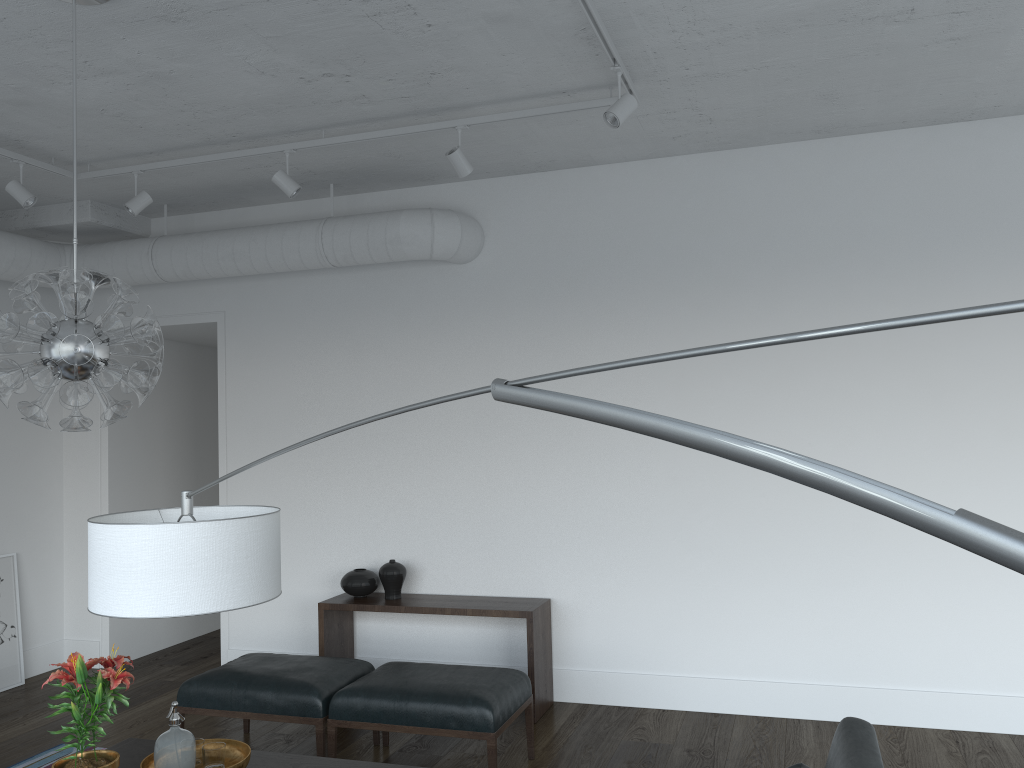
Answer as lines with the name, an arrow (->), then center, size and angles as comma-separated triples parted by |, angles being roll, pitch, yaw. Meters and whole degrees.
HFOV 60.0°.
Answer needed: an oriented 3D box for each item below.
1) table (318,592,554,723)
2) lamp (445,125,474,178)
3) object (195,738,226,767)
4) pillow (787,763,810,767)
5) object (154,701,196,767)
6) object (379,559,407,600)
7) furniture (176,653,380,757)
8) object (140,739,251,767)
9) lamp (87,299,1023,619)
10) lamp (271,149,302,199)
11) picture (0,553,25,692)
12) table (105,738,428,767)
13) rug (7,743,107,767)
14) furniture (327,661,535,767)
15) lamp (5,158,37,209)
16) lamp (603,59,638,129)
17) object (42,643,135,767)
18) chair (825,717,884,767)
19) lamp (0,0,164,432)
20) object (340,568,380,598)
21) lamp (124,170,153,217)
table -> -0.465, 1.616, 5.338 | 1.362, 0.617, 0.375 | -2, -3, 18
lamp -> -0.257, -1.162, 4.377 | 0.100, 0.285, 0.154 | -4, -4, 41
object -> -1.157, 1.393, 3.324 | 0.195, 0.089, 0.085 | -3, -3, 27
pillow -> 0.789, 1.364, 2.618 | 0.246, 0.293, 0.612 | -2, -3, 18
object -> -1.218, 1.292, 3.206 | 0.143, 0.288, 0.143 | -1, -3, -11
object -> -0.736, 1.203, 5.474 | 0.171, 0.236, 0.171 | -3, -3, 23
furniture -> -1.186, 1.667, 4.540 | 0.828, 0.478, 0.584 | -2, -3, 18
object -> -1.159, 1.405, 3.260 | 0.383, 0.068, 0.383 | 0, -3, -29
lamp -> -0.228, 0.856, 1.410 | 0.432, 1.738, 2.162 | 1, -4, -38
lamp -> -1.192, -1.122, 4.682 | 0.154, 0.285, 0.094 | -1, -3, -9
picture -> -3.461, 1.585, 5.753 | 0.093, 0.884, 0.637 | -2, -3, 18
table -> -1.142, 1.617, 2.855 | 1.362, 0.394, 1.306 | -2, -3, 18
rug -> -1.073, 1.821, 2.922 | 3.760, 0.012, 2.735 | -2, -3, 18
furniture -> -0.376, 1.634, 4.278 | 0.827, 0.476, 0.583 | -2, -3, 18
lamp -> -2.623, -1.080, 4.737 | 0.154, 0.285, 0.093 | -1, -3, -4
lamp -> 0.454, -1.213, 3.728 | 0.154, 0.285, 0.088 | 0, -3, -27
object -> -1.395, 1.152, 2.933 | 0.275, 0.558, 0.284 | -1, -3, -20
chair -> 0.606, 1.419, 2.682 | 0.983, 0.698, 0.678 | -2, -3, 18
lamp -> -1.477, -0.613, 2.997 | 0.552, 1.546, 0.552 | -2, -3, 5
object -> -0.951, 1.247, 5.556 | 0.245, 0.168, 0.245 | -2, -3, 10
lamp -> -2.100, -1.082, 4.987 | 0.154, 0.285, 0.104 | 0, -3, -32
